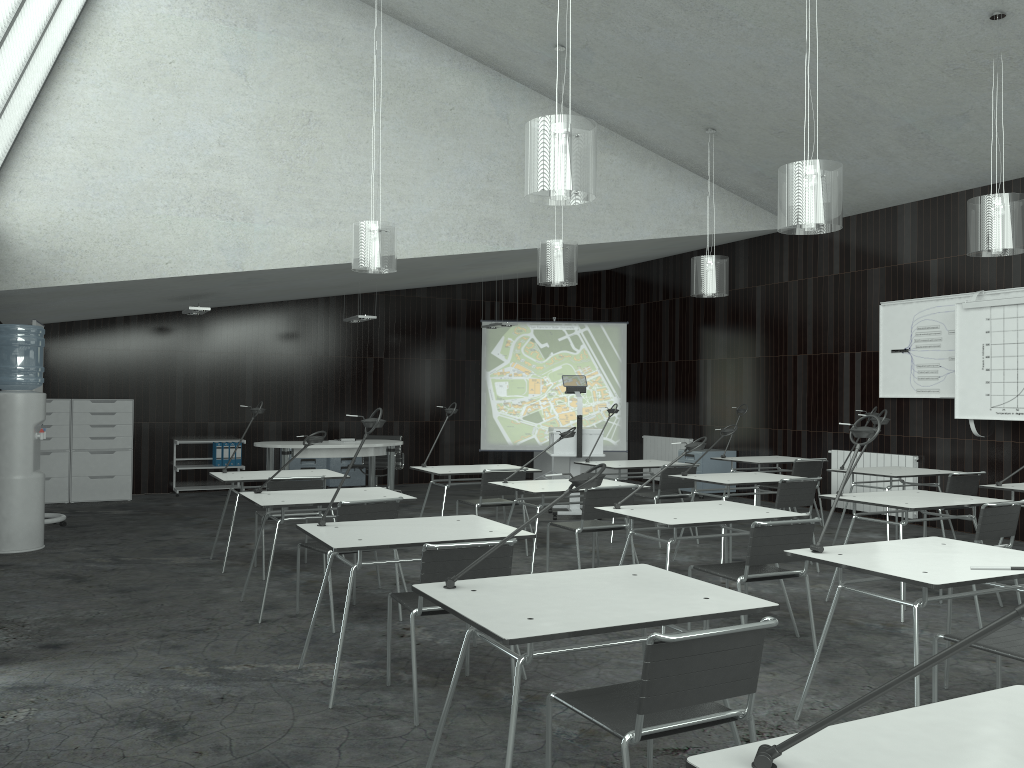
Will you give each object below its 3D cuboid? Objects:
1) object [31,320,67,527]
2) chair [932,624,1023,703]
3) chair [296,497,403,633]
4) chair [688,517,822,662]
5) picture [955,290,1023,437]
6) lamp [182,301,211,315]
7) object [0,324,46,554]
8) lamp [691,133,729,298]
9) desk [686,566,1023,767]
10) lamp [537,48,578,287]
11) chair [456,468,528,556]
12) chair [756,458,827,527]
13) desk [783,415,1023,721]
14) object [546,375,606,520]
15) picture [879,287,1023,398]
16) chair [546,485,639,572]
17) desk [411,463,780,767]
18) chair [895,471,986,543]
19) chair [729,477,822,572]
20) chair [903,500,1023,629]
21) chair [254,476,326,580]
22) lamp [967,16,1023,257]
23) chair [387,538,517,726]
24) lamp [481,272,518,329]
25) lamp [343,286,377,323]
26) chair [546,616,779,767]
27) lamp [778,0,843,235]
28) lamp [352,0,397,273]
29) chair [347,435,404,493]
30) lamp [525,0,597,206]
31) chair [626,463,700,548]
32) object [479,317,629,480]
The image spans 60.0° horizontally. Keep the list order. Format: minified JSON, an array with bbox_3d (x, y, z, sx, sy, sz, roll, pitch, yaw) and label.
[{"bbox_3d":[-4.377,0.417,8.134,0.553,2.091,0.560,0,-1,27],"label":"object"},{"bbox_3d":[1.823,1.071,3.071,0.428,0.765,0.555,1,-1,-27],"label":"chair"},{"bbox_3d":[-0.905,1.069,4.945,0.428,0.765,0.555,1,-1,-39],"label":"chair"},{"bbox_3d":[1.177,1.082,4.328,0.428,0.765,0.555,1,-1,-25],"label":"chair"},{"bbox_3d":[4.463,-0.214,7.730,0.254,1.508,1.191,1,-1,-27],"label":"picture"},{"bbox_3d":[-3.327,-2.632,9.414,0.212,3.595,0.600,1,-1,-27],"label":"lamp"},{"bbox_3d":[-3.933,0.468,7.035,0.436,1.967,0.436,1,-1,-37],"label":"object"},{"bbox_3d":[1.915,-1.829,8.567,0.350,1.761,0.359,1,-1,-27],"label":"lamp"},{"bbox_3d":[0.841,0.844,1.377,0.900,1.153,0.700,1,-1,-27],"label":"desk"},{"bbox_3d":[0.411,-2.129,7.809,0.350,2.307,0.359,1,-1,-27],"label":"lamp"},{"bbox_3d":[-0.159,1.106,7.023,0.428,0.765,0.555,1,-1,-28],"label":"chair"},{"bbox_3d":[2.680,1.157,8.499,0.428,0.765,0.555,1,-1,-29],"label":"chair"},{"bbox_3d":[1.625,0.798,3.406,0.900,1.321,0.700,1,-1,-27],"label":"desk"},{"bbox_3d":[0.657,0.711,9.200,0.559,1.639,0.680,1,-1,-3],"label":"object"},{"bbox_3d":[4.686,-0.409,7.533,0.050,1.102,3.818,1,-1,-27],"label":"picture"},{"bbox_3d":[0.525,1.096,5.798,0.428,0.765,0.555,1,-1,-27],"label":"chair"},{"bbox_3d":[0.232,0.857,2.705,0.900,1.153,0.700,1,-1,-26],"label":"desk"},{"bbox_3d":[3.434,1.145,7.105,0.428,0.765,0.555,1,-1,-28],"label":"chair"},{"bbox_3d":[1.924,1.120,6.474,0.428,0.765,0.555,1,-1,-30],"label":"chair"},{"bbox_3d":[2.625,1.108,5.130,0.428,0.765,0.555,1,-1,-31],"label":"chair"},{"bbox_3d":[-1.565,1.080,6.225,0.428,0.765,0.555,1,-1,-25],"label":"chair"},{"bbox_3d":[3.247,-1.853,5.933,0.350,1.761,0.359,1,-1,-27],"label":"lamp"},{"bbox_3d":[-0.254,1.057,3.642,0.428,0.765,0.555,1,-1,-23],"label":"chair"},{"bbox_3d":[-0.141,-2.576,11.026,0.212,3.595,0.600,1,-1,-27],"label":"lamp"},{"bbox_3d":[-1.734,-2.604,10.220,0.212,3.595,0.600,1,-1,-27],"label":"lamp"},{"bbox_3d":[0.392,1.046,2.402,0.428,0.765,0.555,1,-1,-28],"label":"chair"},{"bbox_3d":[1.744,-2.153,5.175,0.350,2.307,0.359,1,-1,-27],"label":"lamp"},{"bbox_3d":[-1.078,-2.426,7.058,0.350,2.848,0.359,1,-1,-27],"label":"lamp"},{"bbox_3d":[-1.648,1.116,10.767,0.560,0.825,0.587,0,-1,12],"label":"chair"},{"bbox_3d":[0.254,-2.450,4.424,0.350,2.848,0.359,1,-1,-27],"label":"lamp"},{"bbox_3d":[1.306,1.131,7.657,0.428,0.765,0.555,1,-1,-29],"label":"chair"},{"bbox_3d":[0.580,0.271,12.164,2.051,2.602,0.673,1,-1,-3],"label":"object"}]
